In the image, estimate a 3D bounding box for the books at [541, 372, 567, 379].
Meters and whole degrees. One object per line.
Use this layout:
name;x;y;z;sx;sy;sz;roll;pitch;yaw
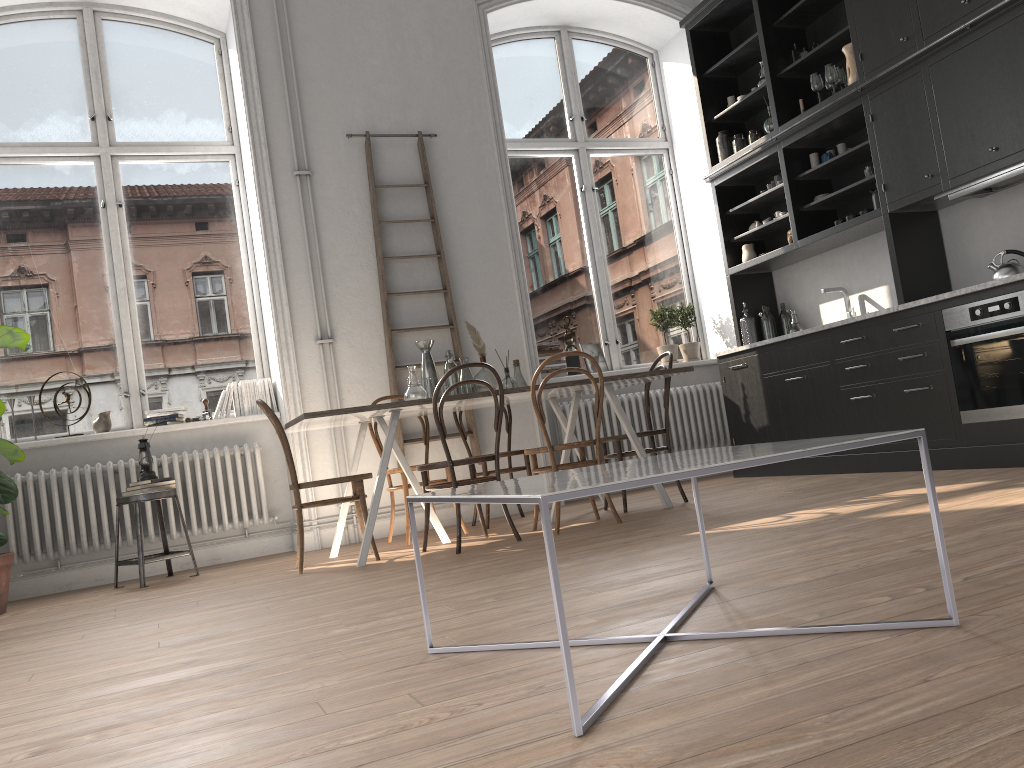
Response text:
books;0.278;-0.057;6.915;0.248;0.043;0.193;-7;-4;-22

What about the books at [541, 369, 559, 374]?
books;0.275;-0.089;6.916;0.249;0.023;0.175;-6;-4;-27

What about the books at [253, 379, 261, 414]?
books;-1.762;0.097;6.104;0.019;0.243;0.175;-7;-4;-22

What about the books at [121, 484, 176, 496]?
books;-2.155;0.632;5.271;0.194;0.034;0.246;-10;-4;18

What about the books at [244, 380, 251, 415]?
books;-1.819;0.104;6.081;0.019;0.243;0.175;-7;-4;-22

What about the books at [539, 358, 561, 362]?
books;0.270;-0.176;6.938;0.205;0.022;0.155;-8;-4;-8

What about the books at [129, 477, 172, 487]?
books;-2.151;0.583;5.282;0.147;0.027;0.221;-9;-4;10

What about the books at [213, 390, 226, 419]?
books;-1.985;0.147;6.014;0.105;0.194;0.155;-7;-4;-23

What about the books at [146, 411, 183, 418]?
books;-2.294;0.204;5.849;0.205;0.020;0.155;-6;-5;-32

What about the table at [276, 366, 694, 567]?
table;-0.124;0.468;5.106;2.199;0.779;1.101;-7;-4;-22

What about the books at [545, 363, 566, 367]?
books;0.272;-0.130;6.937;0.255;0.014;0.193;-7;-4;-19

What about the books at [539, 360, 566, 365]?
books;0.268;-0.151;6.939;0.245;0.028;0.194;-6;-4;-27

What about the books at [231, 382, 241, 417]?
books;-1.892;0.115;6.074;0.024;0.243;0.175;-7;-4;-22

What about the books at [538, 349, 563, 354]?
books;0.256;-0.240;6.941;0.243;0.019;0.175;-7;-4;-22

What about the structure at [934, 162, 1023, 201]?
structure;2.719;-1.140;4.719;0.379;0.123;0.844;-7;-4;-22

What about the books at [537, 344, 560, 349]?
books;0.254;-0.283;6.945;0.205;0.020;0.155;-7;-4;-22

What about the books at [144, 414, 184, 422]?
books;-2.297;0.227;5.858;0.221;0.023;0.147;-8;-4;-7

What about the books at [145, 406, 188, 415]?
books;-2.287;0.180;5.877;0.243;0.019;0.175;-8;-4;-12

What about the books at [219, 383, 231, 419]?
books;-1.950;0.123;6.026;0.100;0.235;0.175;-7;-4;-22

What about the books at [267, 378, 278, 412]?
books;-1.668;0.086;6.143;0.040;0.244;0.175;-7;-4;-22

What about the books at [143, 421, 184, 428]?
books;-2.300;0.272;5.857;0.221;0.023;0.147;-10;-4;26

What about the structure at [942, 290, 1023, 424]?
structure;2.739;-0.160;4.601;0.618;0.622;0.622;-7;-4;-22

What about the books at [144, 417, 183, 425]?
books;-2.297;0.249;5.857;0.205;0.022;0.155;-8;-4;-2

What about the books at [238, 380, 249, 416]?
books;-1.836;0.106;6.064;0.024;0.243;0.175;-7;-4;-22

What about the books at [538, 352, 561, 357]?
books;0.264;-0.221;6.941;0.205;0.022;0.155;-6;-4;-27

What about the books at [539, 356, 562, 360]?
books;0.268;-0.199;6.946;0.222;0.024;0.158;-7;-4;-22

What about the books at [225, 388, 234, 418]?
books;-1.925;0.137;6.036;0.072;0.203;0.155;-7;-4;-22

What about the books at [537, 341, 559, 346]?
books;0.242;-0.303;6.953;0.200;0.024;0.159;-6;-5;-32

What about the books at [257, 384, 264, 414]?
books;-1.739;0.114;6.113;0.020;0.205;0.155;-7;-4;-22

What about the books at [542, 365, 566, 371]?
books;0.272;-0.112;6.918;0.249;0.023;0.175;-7;-4;-22

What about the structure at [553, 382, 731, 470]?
structure;1.019;0.339;7.005;1.576;0.552;0.195;-7;-4;-22

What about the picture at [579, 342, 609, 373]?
picture;0.638;-0.199;7.139;0.221;0.264;0.149;-5;-5;-39

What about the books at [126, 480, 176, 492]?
books;-2.149;0.605;5.279;0.163;0.029;0.232;-12;-5;38

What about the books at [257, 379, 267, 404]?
books;-1.728;0.095;6.142;0.024;0.243;0.175;-7;-4;-22

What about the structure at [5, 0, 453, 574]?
structure;-0.903;-1.199;6.342;5.180;4.471;0.340;-7;-4;-22

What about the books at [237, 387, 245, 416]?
books;-1.857;0.128;6.064;0.020;0.205;0.155;-7;-4;-22

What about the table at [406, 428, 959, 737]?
table;0.308;0.379;1.991;0.849;0.392;0.850;-7;-4;-22

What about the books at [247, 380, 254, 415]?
books;-1.807;0.104;6.104;0.019;0.243;0.175;-7;-4;-22

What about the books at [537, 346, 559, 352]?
books;0.245;-0.261;6.939;0.231;0.023;0.163;-8;-4;-7

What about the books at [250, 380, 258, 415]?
books;-1.789;0.102;6.117;0.024;0.243;0.175;-7;-4;-22

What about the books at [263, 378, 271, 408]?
books;-1.698;0.090;6.133;0.024;0.243;0.175;-7;-4;-22
